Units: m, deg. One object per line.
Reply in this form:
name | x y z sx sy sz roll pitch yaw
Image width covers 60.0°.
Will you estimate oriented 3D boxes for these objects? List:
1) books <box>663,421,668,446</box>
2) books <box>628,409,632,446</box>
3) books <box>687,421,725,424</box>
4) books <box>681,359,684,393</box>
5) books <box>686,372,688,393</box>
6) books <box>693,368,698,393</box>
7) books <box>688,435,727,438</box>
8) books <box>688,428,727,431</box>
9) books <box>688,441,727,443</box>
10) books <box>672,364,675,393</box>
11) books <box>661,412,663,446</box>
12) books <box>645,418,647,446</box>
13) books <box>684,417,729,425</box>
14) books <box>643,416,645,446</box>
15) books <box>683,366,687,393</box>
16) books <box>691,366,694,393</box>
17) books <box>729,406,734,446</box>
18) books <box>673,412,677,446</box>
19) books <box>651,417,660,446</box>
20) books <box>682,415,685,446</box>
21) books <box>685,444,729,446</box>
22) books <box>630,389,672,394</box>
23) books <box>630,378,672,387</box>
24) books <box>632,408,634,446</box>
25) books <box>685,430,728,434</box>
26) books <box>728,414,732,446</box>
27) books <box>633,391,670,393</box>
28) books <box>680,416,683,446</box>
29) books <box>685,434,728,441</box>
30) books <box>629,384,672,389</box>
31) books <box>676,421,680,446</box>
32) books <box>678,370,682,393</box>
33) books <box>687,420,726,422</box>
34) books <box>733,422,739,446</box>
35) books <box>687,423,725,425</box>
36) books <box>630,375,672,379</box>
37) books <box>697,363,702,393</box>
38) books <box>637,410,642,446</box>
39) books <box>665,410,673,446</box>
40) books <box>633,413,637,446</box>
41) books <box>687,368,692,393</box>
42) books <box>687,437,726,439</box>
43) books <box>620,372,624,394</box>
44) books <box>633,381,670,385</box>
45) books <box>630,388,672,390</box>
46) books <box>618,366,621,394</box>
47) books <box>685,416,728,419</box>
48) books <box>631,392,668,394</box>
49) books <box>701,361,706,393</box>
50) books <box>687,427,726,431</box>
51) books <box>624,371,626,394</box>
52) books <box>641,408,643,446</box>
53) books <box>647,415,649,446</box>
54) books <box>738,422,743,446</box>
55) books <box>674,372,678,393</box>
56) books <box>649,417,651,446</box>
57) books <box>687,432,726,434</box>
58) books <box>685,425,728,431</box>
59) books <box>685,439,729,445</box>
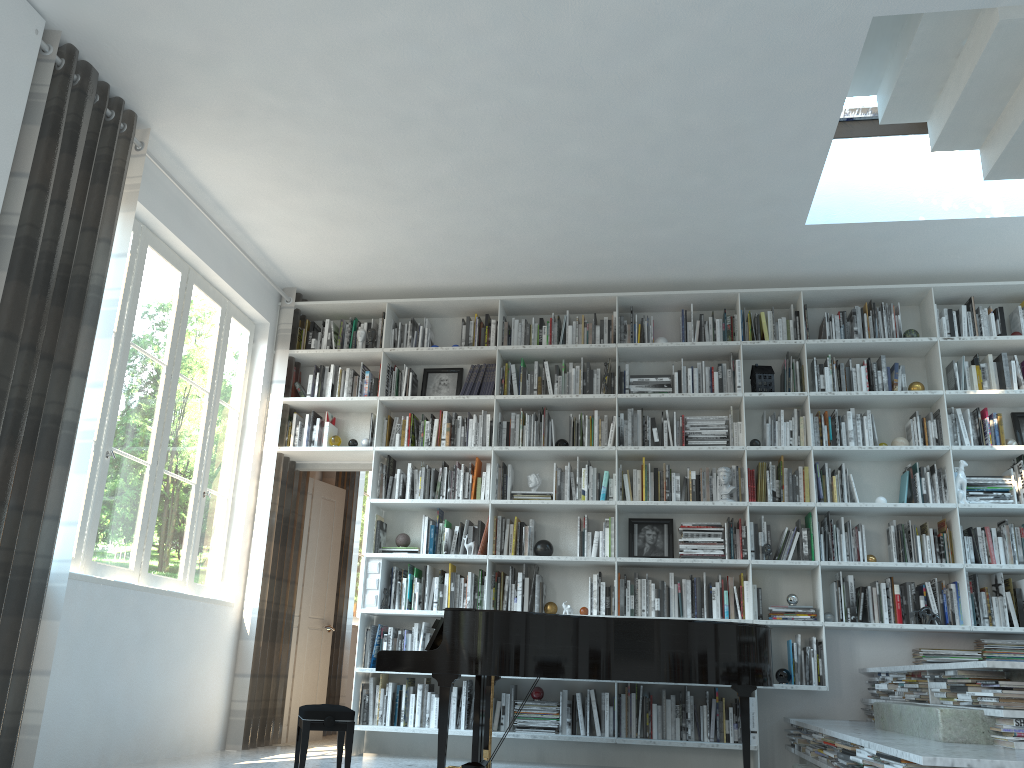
books | 1.056 0.375 6.101 0.024 0.216 0.148 -1 -18 9
books | 0.818 0.339 6.148 0.026 0.296 0.180 -1 -18 9
books | 1.332 0.284 6.091 0.254 0.012 0.161 -1 -19 11
books | 1.186 -0.012 6.185 0.011 0.283 0.190 -1 -18 9
books | 1.221 0.034 6.194 0.011 0.203 0.134 -1 -18 9
books | 1.277 0.023 6.176 0.028 0.218 0.184 -1 -18 9
books | 1.329 0.378 6.061 0.254 0.012 0.161 0 -18 7
books | 1.330 0.331 6.074 0.254 0.012 0.161 0 -18 6
books | 1.328 0.413 6.052 0.254 0.012 0.161 0 -18 8
books | 1.128 0.008 6.205 0.012 0.253 0.161 -1 -18 9
books | 1.036 0.345 6.121 0.022 0.284 0.131 -1 -18 9
books | 0.926 0.370 6.127 0.014 0.232 0.147 -1 -18 9
books | 1.332 0.259 6.091 0.285 0.012 0.160 1 -18 4
books | 0.914 0.361 6.131 0.011 0.251 0.153 -1 -18 9
books | 1.204 0.015 6.190 0.021 0.236 0.172 -1 -18 9
books | 1.259 0.014 6.192 0.012 0.243 0.132 -1 -18 9
books | 1.498 0.323 6.053 0.012 0.318 0.140 -1 -18 9
books | 1.118 0.346 6.088 0.021 0.268 0.192 -1 -18 9
books | 0.989 0.365 6.109 0.066 0.236 0.154 -1 -18 9
books | 1.172 0.354 6.071 0.013 0.246 0.177 -1 -18 9
books | 1.327 0.436 6.045 0.285 0.012 0.160 -1 -18 10
books | 0.973 0.069 6.217 0.285 0.012 0.160 0 -18 6
books | 0.978 -0.005 6.243 0.285 0.024 0.160 -1 -19 11
books | 0.841 0.338 6.165 0.014 0.312 0.134 -1 -18 9
books | 1.330 0.343 6.070 0.285 0.012 0.160 -2 -19 12
books | 1.482 0.349 6.030 0.012 0.253 0.161 -1 -18 9
books | 0.972 0.080 6.213 0.254 0.012 0.161 0 -18 6
books | 1.160 0.359 6.084 0.015 0.244 0.183 -1 -18 9
books | 1.329 0.367 6.067 0.285 0.012 0.160 -1 -18 10
books | 0.975 0.039 6.221 0.285 0.024 0.160 -2 -19 14
books | 1.141 0.376 6.091 0.024 0.215 0.133 -1 -18 9
books | 1.174 0.030 6.217 0.024 0.222 0.129 -1 -18 9
books | 1.333 0.274 6.099 0.254 0.012 0.161 -1 -18 9
books | 1.516 0.379 6.029 0.029 0.198 0.172 -1 -18 9
books | 1.331 0.295 6.081 0.254 0.012 0.161 -2 -19 14
books | 0.979 -0.027 6.255 0.285 0.024 0.160 -1 -18 9
books | 1.309 0.003 6.198 0.029 0.272 0.141 -1 -18 9
books | 0.885 0.343 6.147 0.029 0.294 0.151 -1 -18 9
books | 1.085 0.340 6.110 0.049 0.290 0.162 -1 -18 9
books | 0.855 0.351 6.131 0.025 0.265 0.186 -1 -18 9
books | 1.237 0.023 6.179 0.027 0.215 0.191 -1 -18 9
books | 1.328 0.389 6.057 0.254 0.012 0.161 -1 -19 11
books | 0.777 0.035 6.246 0.027 0.200 0.168 -1 -18 9
books | 0.976 0.017 6.231 0.254 0.025 0.161 1 -18 5
books | 0.974 0.058 6.223 0.285 0.012 0.160 0 -18 7
books | 0.762 0.017 6.275 0.012 0.253 0.161 -1 -18 9
books | 1.333 0.250 6.102 0.285 0.012 0.160 -1 -19 11
books | 0.971 0.091 6.206 0.254 0.012 0.161 -2 -19 14
books | 1.331 -0.002 6.174 0.023 0.268 0.185 -1 -18 9
books | 1.331 0.320 6.079 0.254 0.012 0.161 -1 -19 11
books | 0.799 0.031 6.257 0.013 0.217 0.141 -1 -18 9
books | 0.904 0.338 6.138 0.011 0.299 0.180 -1 -18 9
books | 0.939 0.361 6.123 0.014 0.249 0.173 -1 -18 9
books | 1.546 0.378 6.030 0.030 0.204 0.159 -1 -18 9
books | 1.145 0.038 6.188 0.025 0.187 0.194 -1 -18 9
books | 0.952 0.366 6.121 0.011 0.238 0.148 -1 -18 9
books | 1.330 0.356 6.070 0.254 0.012 0.161 -1 -18 10
books | 1.332 0.310 6.085 0.285 0.012 0.160 0 -18 8
books | 1.328 0.400 6.052 0.285 0.012 0.160 0 -18 6
